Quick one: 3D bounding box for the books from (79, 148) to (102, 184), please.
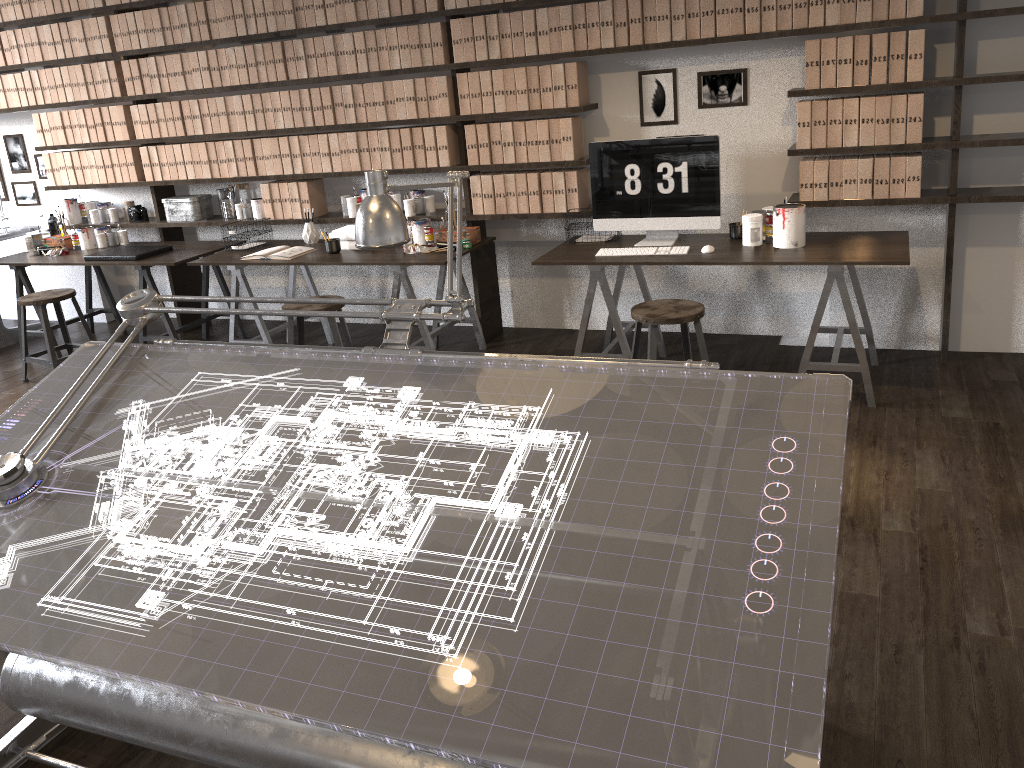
[{"bbox_3d":[-2.866,-1.500,6.099,0.067,0.222,0.177,2,19,23],"label":"books"}]

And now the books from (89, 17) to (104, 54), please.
[{"bbox_3d":[-2.619,-2.247,5.726,0.067,0.222,0.177,2,19,23],"label":"books"}]

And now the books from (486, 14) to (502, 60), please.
[{"bbox_3d":[-0.066,-1.852,4.728,0.067,0.222,0.177,2,19,23],"label":"books"}]

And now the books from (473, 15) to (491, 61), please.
[{"bbox_3d":[-0.134,-1.854,4.754,0.067,0.222,0.177,2,19,23],"label":"books"}]

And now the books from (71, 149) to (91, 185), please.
[{"bbox_3d":[-2.931,-1.503,6.125,0.067,0.222,0.177,2,19,23],"label":"books"}]

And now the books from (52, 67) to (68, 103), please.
[{"bbox_3d":[-2.975,-2.016,5.962,0.067,0.222,0.177,2,19,23],"label":"books"}]

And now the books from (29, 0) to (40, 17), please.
[{"bbox_3d":[-3.088,-2.534,5.840,0.067,0.222,0.177,2,19,23],"label":"books"}]

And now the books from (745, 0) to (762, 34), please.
[{"bbox_3d":[1.155,-1.782,4.205,0.067,0.222,0.177,2,19,23],"label":"books"}]

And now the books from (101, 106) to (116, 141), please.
[{"bbox_3d":[-2.630,-1.740,5.911,0.067,0.222,0.177,2,19,23],"label":"books"}]

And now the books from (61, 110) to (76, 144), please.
[{"bbox_3d":[-2.964,-1.758,6.052,0.067,0.222,0.177,2,19,23],"label":"books"}]

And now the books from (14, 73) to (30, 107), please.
[{"bbox_3d":[-3.307,-2.028,6.105,0.067,0.222,0.177,2,19,23],"label":"books"}]

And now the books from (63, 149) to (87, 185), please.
[{"bbox_3d":[-2.997,-1.506,6.149,0.067,0.222,0.177,2,19,23],"label":"books"}]

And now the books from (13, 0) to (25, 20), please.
[{"bbox_3d":[-3.219,-2.539,5.889,0.067,0.222,0.177,2,19,23],"label":"books"}]

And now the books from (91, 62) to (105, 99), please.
[{"bbox_3d":[-2.660,-2.000,5.833,0.067,0.222,0.177,2,19,23],"label":"books"}]

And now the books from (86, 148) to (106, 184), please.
[{"bbox_3d":[-2.803,-1.495,6.068,0.067,0.222,0.177,2,19,23],"label":"books"}]

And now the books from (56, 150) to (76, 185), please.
[{"bbox_3d":[-3.063,-1.510,6.179,0.067,0.222,0.177,2,19,23],"label":"books"}]

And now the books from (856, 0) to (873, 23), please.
[{"bbox_3d":[1.601,-1.756,4.016,0.067,0.222,0.177,2,19,23],"label":"books"}]

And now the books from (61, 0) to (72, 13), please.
[{"bbox_3d":[-2.833,-2.519,5.728,0.067,0.222,0.177,2,19,23],"label":"books"}]

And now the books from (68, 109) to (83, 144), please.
[{"bbox_3d":[-2.898,-1.755,6.024,0.067,0.222,0.177,2,19,23],"label":"books"}]

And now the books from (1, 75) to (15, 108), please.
[{"bbox_3d":[-3.430,-2.037,6.161,0.067,0.222,0.177,2,19,23],"label":"books"}]

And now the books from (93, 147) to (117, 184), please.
[{"bbox_3d":[-2.738,-1.491,6.037,0.067,0.222,0.177,2,19,23],"label":"books"}]

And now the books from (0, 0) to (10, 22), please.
[{"bbox_3d":[-3.342,-2.548,5.945,0.067,0.222,0.177,2,19,23],"label":"books"}]

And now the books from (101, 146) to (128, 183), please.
[{"bbox_3d":[-2.671,-1.487,6.009,0.067,0.222,0.177,2,19,23],"label":"books"}]

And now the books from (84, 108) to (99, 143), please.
[{"bbox_3d":[-2.767,-1.748,5.969,0.067,0.222,0.177,2,19,23],"label":"books"}]

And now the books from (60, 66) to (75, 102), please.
[{"bbox_3d":[-2.908,-2.013,5.936,0.067,0.222,0.177,2,19,23],"label":"books"}]

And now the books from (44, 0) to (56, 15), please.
[{"bbox_3d":[-2.959,-2.524,5.778,0.067,0.222,0.177,2,19,23],"label":"books"}]

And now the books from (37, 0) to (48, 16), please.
[{"bbox_3d":[-3.025,-2.529,5.809,0.067,0.222,0.177,2,19,23],"label":"books"}]

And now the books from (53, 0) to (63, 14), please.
[{"bbox_3d":[-2.893,-2.520,5.749,0.067,0.222,0.177,2,19,23],"label":"books"}]

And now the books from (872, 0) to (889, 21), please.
[{"bbox_3d":[1.665,-1.755,3.995,0.067,0.222,0.177,2,19,23],"label":"books"}]

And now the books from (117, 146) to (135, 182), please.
[{"bbox_3d":[-2.550,-1.482,5.964,0.067,0.222,0.177,2,19,23],"label":"books"}]

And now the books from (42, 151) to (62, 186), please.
[{"bbox_3d":[-3.183,-1.516,6.227,0.067,0.222,0.177,2,19,23],"label":"books"}]

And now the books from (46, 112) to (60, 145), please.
[{"bbox_3d":[-3.087,-1.765,6.103,0.067,0.222,0.177,2,19,23],"label":"books"}]

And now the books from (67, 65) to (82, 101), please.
[{"bbox_3d":[-2.850,-2.011,5.912,0.067,0.222,0.177,2,19,23],"label":"books"}]

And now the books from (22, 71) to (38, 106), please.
[{"bbox_3d":[-3.236,-2.030,6.071,0.067,0.222,0.177,2,19,23],"label":"books"}]

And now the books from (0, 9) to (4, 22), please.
[{"bbox_3d":[-3.405,-2.549,5.967,0.067,0.222,0.177,2,19,23],"label":"books"}]

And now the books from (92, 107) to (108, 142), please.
[{"bbox_3d":[-2.701,-1.742,5.935,0.067,0.222,0.177,2,19,23],"label":"books"}]

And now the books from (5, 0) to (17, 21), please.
[{"bbox_3d":[-3.285,-2.544,5.919,0.067,0.222,0.177,2,19,23],"label":"books"}]

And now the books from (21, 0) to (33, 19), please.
[{"bbox_3d":[-3.152,-2.537,5.865,0.067,0.222,0.177,2,19,23],"label":"books"}]

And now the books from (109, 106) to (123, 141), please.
[{"bbox_3d":[-2.561,-1.735,5.879,0.067,0.222,0.177,2,19,23],"label":"books"}]

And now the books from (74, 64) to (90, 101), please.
[{"bbox_3d":[-2.790,-2.005,5.882,0.067,0.222,0.177,2,19,23],"label":"books"}]

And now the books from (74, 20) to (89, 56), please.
[{"bbox_3d":[-2.739,-2.253,5.774,0.067,0.222,0.177,2,19,23],"label":"books"}]

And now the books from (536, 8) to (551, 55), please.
[{"bbox_3d":[0.193,-1.837,4.618,0.067,0.222,0.177,2,19,23],"label":"books"}]

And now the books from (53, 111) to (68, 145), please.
[{"bbox_3d":[-3.028,-1.760,6.073,0.067,0.222,0.177,2,19,23],"label":"books"}]

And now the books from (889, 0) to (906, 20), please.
[{"bbox_3d":[1.731,-1.751,3.967,0.067,0.222,0.177,2,19,23],"label":"books"}]

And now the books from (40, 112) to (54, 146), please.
[{"bbox_3d":[-3.146,-1.768,6.126,0.067,0.222,0.177,2,19,23],"label":"books"}]

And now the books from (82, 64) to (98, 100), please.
[{"bbox_3d":[-2.726,-2.004,5.861,0.067,0.222,0.177,2,19,23],"label":"books"}]

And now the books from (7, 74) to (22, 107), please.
[{"bbox_3d":[-3.372,-2.033,6.135,0.067,0.222,0.177,2,19,23],"label":"books"}]

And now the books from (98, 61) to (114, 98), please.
[{"bbox_3d":[-2.597,-1.995,5.802,0.067,0.222,0.177,2,19,23],"label":"books"}]

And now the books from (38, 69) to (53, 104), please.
[{"bbox_3d":[-3.102,-2.026,6.022,0.067,0.222,0.177,2,19,23],"label":"books"}]

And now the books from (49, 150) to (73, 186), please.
[{"bbox_3d":[-3.120,-1.514,6.205,0.067,0.222,0.177,2,19,23],"label":"books"}]

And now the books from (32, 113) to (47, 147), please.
[{"bbox_3d":[-3.213,-1.771,6.153,0.067,0.222,0.177,2,19,23],"label":"books"}]

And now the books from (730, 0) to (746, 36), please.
[{"bbox_3d":[1.089,-1.785,4.234,0.067,0.222,0.177,2,19,23],"label":"books"}]

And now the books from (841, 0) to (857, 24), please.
[{"bbox_3d":[1.541,-1.762,4.047,0.067,0.222,0.177,2,19,23],"label":"books"}]

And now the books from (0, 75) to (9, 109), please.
[{"bbox_3d":[-3.493,-2.038,6.183,0.067,0.222,0.177,2,19,23],"label":"books"}]

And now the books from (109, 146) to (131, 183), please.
[{"bbox_3d":[-2.611,-1.485,5.988,0.067,0.222,0.177,2,19,23],"label":"books"}]

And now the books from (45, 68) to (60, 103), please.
[{"bbox_3d":[-3.039,-2.021,5.993,0.067,0.222,0.177,2,19,23],"label":"books"}]

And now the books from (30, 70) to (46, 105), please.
[{"bbox_3d":[-3.168,-2.028,6.046,0.067,0.222,0.177,2,19,23],"label":"books"}]

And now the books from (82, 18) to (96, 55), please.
[{"bbox_3d":[-2.676,-2.251,5.752,0.067,0.222,0.177,2,19,23],"label":"books"}]

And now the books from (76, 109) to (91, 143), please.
[{"bbox_3d":[-2.835,-1.750,5.993,0.067,0.222,0.177,2,19,23],"label":"books"}]
